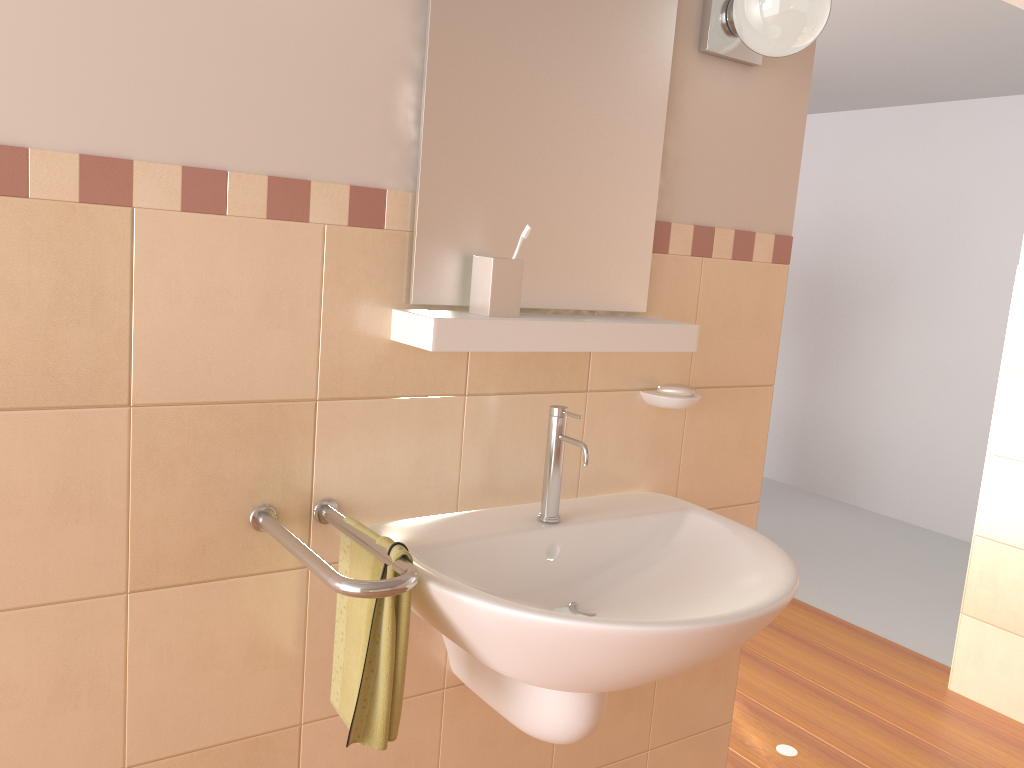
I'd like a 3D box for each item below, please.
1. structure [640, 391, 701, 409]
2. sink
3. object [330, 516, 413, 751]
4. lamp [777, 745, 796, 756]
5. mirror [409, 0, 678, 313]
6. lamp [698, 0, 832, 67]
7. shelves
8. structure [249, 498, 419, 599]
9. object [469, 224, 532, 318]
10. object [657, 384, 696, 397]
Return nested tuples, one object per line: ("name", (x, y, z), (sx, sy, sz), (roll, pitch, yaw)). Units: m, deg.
("structure", (0.319, 0.034, 1.734), (0.117, 0.029, 0.092), (-1, 10, -35))
("sink", (0.154, 0.321, 1.406), (0.683, 0.516, 0.539), (-1, 10, -35))
("object", (-0.203, 0.355, 1.283), (0.085, 0.306, 0.181), (2, 9, -19))
("lamp", (-0.216, 1.144, 1.157), (3.173, 0.001, 2.893), (-1, 10, -35))
("mirror", (0.078, -0.524, 1.487), (0.502, 0.799, 0.008), (-1, 10, -35))
("lamp", (0.479, -0.688, 1.625), (0.173, 0.173, 0.209), (-1, 10, -35))
("shelves", (0.073, -0.089, 1.510), (0.554, 0.050, 0.138), (-1, 10, -35))
("structure", (-0.243, 0.229, 1.235), (0.142, 0.042, 0.333), (-1, 10, -35))
("object", (-0.018, -0.183, 1.418), (0.063, 0.149, 0.073), (-1, 10, -35))
("object", (0.321, 0.013, 1.732), (0.075, 0.023, 0.050), (8, 9, 19))
